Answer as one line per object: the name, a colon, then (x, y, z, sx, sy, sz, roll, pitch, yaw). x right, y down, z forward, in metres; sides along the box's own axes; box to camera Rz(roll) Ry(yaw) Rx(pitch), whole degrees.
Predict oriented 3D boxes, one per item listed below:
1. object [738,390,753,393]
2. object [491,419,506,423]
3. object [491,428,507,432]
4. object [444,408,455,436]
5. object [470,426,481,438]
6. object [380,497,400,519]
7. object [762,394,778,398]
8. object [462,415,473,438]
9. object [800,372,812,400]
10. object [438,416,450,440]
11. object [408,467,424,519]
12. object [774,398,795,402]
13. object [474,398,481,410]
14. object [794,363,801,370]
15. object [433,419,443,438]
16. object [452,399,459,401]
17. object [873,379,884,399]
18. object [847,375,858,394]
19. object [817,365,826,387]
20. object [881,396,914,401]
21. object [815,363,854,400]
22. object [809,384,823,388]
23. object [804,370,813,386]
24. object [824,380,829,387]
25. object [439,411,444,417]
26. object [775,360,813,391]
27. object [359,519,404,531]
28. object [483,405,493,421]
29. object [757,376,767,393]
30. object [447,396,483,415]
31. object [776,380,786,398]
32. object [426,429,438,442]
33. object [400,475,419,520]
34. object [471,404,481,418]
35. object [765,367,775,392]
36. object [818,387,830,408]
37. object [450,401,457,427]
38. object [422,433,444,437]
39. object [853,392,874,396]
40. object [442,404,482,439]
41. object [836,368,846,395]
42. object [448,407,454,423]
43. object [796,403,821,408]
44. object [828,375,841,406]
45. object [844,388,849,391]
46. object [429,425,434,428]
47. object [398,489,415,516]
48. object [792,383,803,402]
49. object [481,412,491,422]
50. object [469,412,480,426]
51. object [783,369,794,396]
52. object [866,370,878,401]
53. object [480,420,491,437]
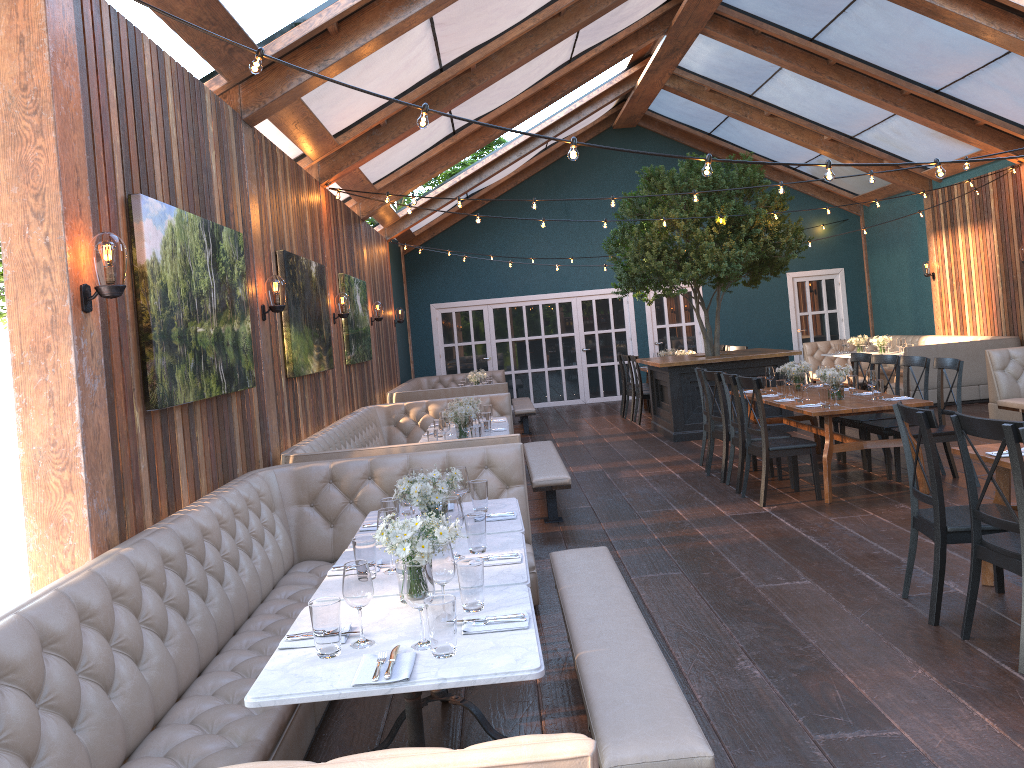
object: (2.430, 0.071, 8.954, 0.255, 0.019, 0.158, -5, 3, -1)
object: (-0.190, 0.370, 8.799, 0.255, 0.019, 0.158, -5, 3, -1)
object: (-0.176, 0.417, 8.006, 0.255, 0.019, 0.158, -5, 3, -1)
object: (-0.565, 0.340, 7.983, 0.092, 0.244, 0.092, -5, 0, -43)
object: (-0.285, 0.417, 7.029, 0.091, 0.158, 0.092, -5, 1, 35)
object: (-0.565, 0.618, 4.149, 0.092, 0.158, 0.091, -5, 1, -15)
object: (2.461, 0.105, 8.351, 0.255, 0.019, 0.158, -5, 3, -1)
object: (-0.356, 0.374, 7.116, 0.092, 0.244, 0.092, -5, 0, -43)
object: (2.580, 0.018, 7.756, 0.092, 0.244, 0.092, -5, 0, 2)
object: (-0.547, 0.387, 7.187, 0.092, 0.244, 0.092, -5, 0, 2)
object: (-0.475, 0.548, 4.459, 0.092, 0.244, 0.092, -5, 0, -43)
object: (2.459, 0.137, 7.839, 0.255, 0.019, 0.158, -5, 3, -1)
object: (-0.351, 0.264, 8.912, 0.092, 0.244, 0.092, -5, 0, -43)
object: (2.907, -0.088, 9.011, 0.092, 0.244, 0.092, -5, 0, -21)
object: (-0.654, 0.396, 7.905, 0.092, 0.158, 0.091, -5, 1, -15)
object: (-0.562, 0.279, 8.981, 0.092, 0.244, 0.092, -5, 0, -43)
object: (3.054, 0.042, 7.374, 0.091, 0.158, 0.092, -5, 1, 35)
object: (3.065, 0.006, 7.952, 0.092, 0.158, 0.091, -5, 1, -35)
object: (2.954, -0.054, 8.412, 0.092, 0.244, 0.092, -5, 0, -4)
object: (3.116, 0.118, 7.201, 0.255, 0.019, 0.158, -5, 3, -1)
object: (2.760, -0.020, 7.579, 0.328, 0.309, 0.337, -4, 2, 36)
object: (3.080, 0.016, 8.907, 0.255, 0.019, 0.158, -5, 3, -1)
object: (3.045, -0.061, 9.075, 0.091, 0.158, 0.092, -5, 1, 25)
object: (3.027, -0.027, 8.487, 0.091, 0.158, 0.092, -5, 1, 25)
object: (-0.665, 0.349, 8.679, 0.092, 0.158, 0.091, -5, 1, -15)
object: (2.768, -0.085, 8.628, 0.336, 0.309, 0.329, -5, 2, -5)
object: (-0.611, 0.682, 4.307, 0.255, 0.019, 0.158, -5, 3, -1)
object: (-0.239, 0.294, 8.966, 0.092, 0.158, 0.091, -5, 1, -15)
object: (2.479, 0.008, 8.768, 0.091, 0.158, 0.092, -5, 1, 15)
object: (-0.451, 0.263, 8.545, 0.336, 0.309, 0.330, -5, 2, 11)
object: (2.492, 0.043, 8.179, 0.092, 0.158, 0.092, -5, 1, 5)
object: (-0.635, 0.443, 7.103, 0.092, 0.158, 0.091, -5, 1, -15)
object: (-0.483, 0.563, 4.217, 0.092, 0.244, 0.092, -5, 0, -43)
object: (-0.330, 0.312, 8.099, 0.092, 0.244, 0.092, -5, 0, -43)
object: (2.582, -0.049, 8.851, 0.092, 0.244, 0.092, -5, 0, -43)
object: (2.502, 0.110, 7.074, 0.091, 0.158, 0.092, -5, 1, 35)
object: (-0.573, 0.294, 8.738, 0.092, 0.244, 0.092, -5, 0, -43)
object: (-0.694, 0.459, 8.070, 0.255, 0.019, 0.158, -5, 3, -1)
object: (3.106, 0.083, 7.788, 0.255, 0.019, 0.158, -5, 3, -1)
object: (-0.432, 0.320, 7.585, 0.335, 0.309, 0.330, -5, 2, 16)
object: (2.933, -0.022, 7.881, 0.092, 0.244, 0.092, -5, 0, 41)
object: (-0.625, 0.321, 9.078, 0.092, 0.158, 0.091, -5, 1, -15)
object: (2.468, 0.171, 7.257, 0.255, 0.019, 0.158, -5, 3, -1)
object: (2.615, 0.051, 7.165, 0.092, 0.244, 0.092, -5, 0, 2)
object: (3.103, 0.054, 8.325, 0.255, 0.019, 0.158, -5, 3, -1)
object: (-0.708, 0.413, 8.847, 0.255, 0.019, 0.158, -5, 3, -1)
object: (-0.538, 0.591, 4.545, 0.092, 0.158, 0.091, -5, 1, -15)
object: (2.477, 0.076, 7.659, 0.091, 0.158, 0.092, -5, 1, 25)
object: (-0.234, 0.342, 8.171, 0.092, 0.158, 0.091, -5, 1, -15)
object: (-0.310, 0.356, 7.347, 0.092, 0.244, 0.092, -5, 0, -43)
object: (2.585, -0.013, 8.258, 0.092, 0.244, 0.092, -5, 0, -4)
object: (2.975, 0.010, 7.312, 0.092, 0.244, 0.092, -5, 0, 24)
object: (-0.220, 0.387, 7.414, 0.092, 0.158, 0.091, -5, 1, -15)
